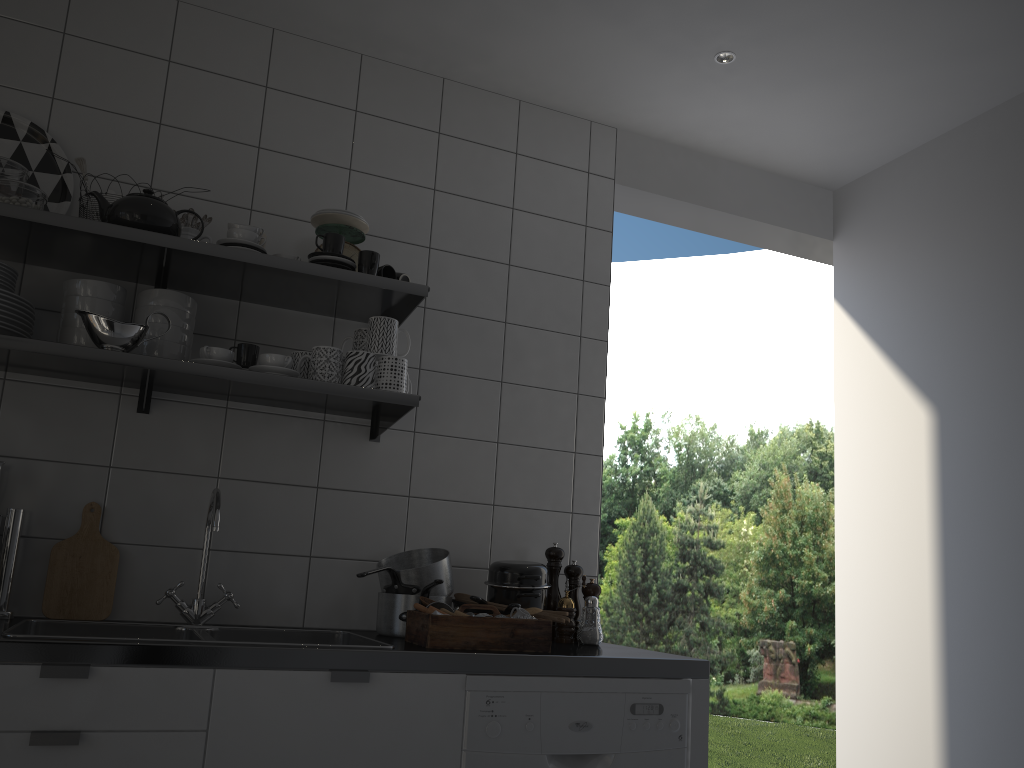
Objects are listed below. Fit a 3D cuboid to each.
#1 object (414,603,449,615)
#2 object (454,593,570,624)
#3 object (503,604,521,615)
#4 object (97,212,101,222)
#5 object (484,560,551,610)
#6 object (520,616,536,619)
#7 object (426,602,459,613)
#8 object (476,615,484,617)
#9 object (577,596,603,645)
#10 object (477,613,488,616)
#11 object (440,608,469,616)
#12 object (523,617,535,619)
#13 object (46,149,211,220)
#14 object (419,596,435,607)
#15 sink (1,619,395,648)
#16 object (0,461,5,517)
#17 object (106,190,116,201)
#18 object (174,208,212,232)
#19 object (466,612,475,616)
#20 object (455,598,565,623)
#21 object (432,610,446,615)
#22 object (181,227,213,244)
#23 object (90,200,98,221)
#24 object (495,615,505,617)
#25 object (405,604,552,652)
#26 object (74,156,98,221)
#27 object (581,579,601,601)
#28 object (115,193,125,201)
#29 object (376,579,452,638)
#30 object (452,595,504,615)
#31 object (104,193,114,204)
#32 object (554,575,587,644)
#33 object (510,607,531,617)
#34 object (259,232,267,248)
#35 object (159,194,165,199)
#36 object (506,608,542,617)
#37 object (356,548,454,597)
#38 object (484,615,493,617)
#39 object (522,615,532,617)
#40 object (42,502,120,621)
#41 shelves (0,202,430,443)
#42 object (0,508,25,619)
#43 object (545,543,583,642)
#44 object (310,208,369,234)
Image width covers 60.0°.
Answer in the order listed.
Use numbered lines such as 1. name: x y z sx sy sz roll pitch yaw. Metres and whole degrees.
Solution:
1. object: -0.126 0.566 2.072 0.217 0.093 0.030 3 -11 3
2. object: -0.006 0.596 2.360 0.334 0.060 0.060 -2 -13 25
3. object: -0.047 0.629 2.398 0.243 0.081 0.350 -1 -13 18
4. object: -1.047 -0.388 2.266 0.022 0.166 0.125 12 -14 -36
5. object: 0.016 0.577 2.499 0.197 0.158 0.191 -3 -14 28
6. object: 0.036 0.583 2.111 0.069 0.062 0.042 2 -12 8
7. object: -0.183 0.580 2.157 0.118 0.098 0.085 10 -13 -28
8. object: -0.078 0.561 2.069 0.050 0.042 0.050 -2 -13 26
9. object: 0.222 0.666 2.497 0.069 0.134 0.069 14 -15 -42
10. object: -0.070 0.600 2.187 0.068 0.066 0.035 14 -15 -40
11. object: -0.065 0.579 2.094 0.220 0.084 0.030 3 -11 2
12. object: 0.040 0.585 2.107 0.069 0.060 0.044 5 -12 -5
13. object: -0.998 -0.436 2.282 0.379 0.277 0.198 14 -15 -39
14. object: -0.111 0.595 2.225 0.266 0.106 0.048 10 -13 -26
15. sink: -0.694 0.613 1.984 0.767 0.111 0.490 9 -14 -22
16. object: -1.240 0.251 2.130 0.046 0.131 0.022 7 -11 -19
17. object: -1.058 -0.410 2.321 0.029 0.230 0.063 11 -13 -34
18. object: -0.857 -0.380 2.345 0.105 0.202 0.077 9 -12 -24
19. object: -0.116 0.588 2.168 0.054 0.059 0.068 9 -13 -26
20. object: -0.014 0.599 2.345 0.335 0.044 0.064 -5 -15 33
21. object: -0.164 0.546 2.038 0.049 0.048 0.048 6 -12 -12
22. object: -0.849 -0.340 2.330 0.084 0.129 0.084 -8 -16 44
23. object: -1.071 -0.397 2.273 0.080 0.185 0.023 -6 -14 40
24. object: -0.028 0.582 2.134 0.055 0.051 0.034 12 -14 -36
25. object: -0.083 0.583 2.138 0.301 0.100 0.212 8 -13 -20
26. object: -1.049 -0.442 2.209 0.113 0.248 0.021 7 -11 -18
27. object: 0.228 0.659 2.575 0.058 0.183 0.059 3 -11 6
28. object: -1.026 -0.404 2.328 0.086 0.225 0.026 -4 -13 36
29. object: -0.216 0.590 2.328 0.201 0.153 0.349 13 -16 -37
30. object: -0.034 0.617 2.405 0.246 0.080 0.358 7 -13 -14
31. object: -1.044 -0.406 2.306 0.100 0.219 0.028 -5 -14 38
32. object: 0.163 0.640 2.527 0.081 0.191 0.058 11 -13 -33
33. object: 0.016 0.585 2.205 0.050 0.058 0.053 10 -13 -28
34. object: -0.710 -0.331 2.377 0.127 0.151 0.116 3 -12 3
35. object: -0.969 -0.403 2.316 0.086 0.225 0.027 13 -14 -39
36. object: -0.054 0.603 2.223 0.271 0.094 0.051 8 -12 -18
37. object: -0.312 0.507 2.342 0.203 0.167 0.373 -8 -17 43
38. object: -0.059 0.600 2.167 0.068 0.067 0.026 11 -13 -30
39. object: 0.035 0.594 2.152 0.069 0.063 0.040 -2 -13 25
40. object: -1.068 0.440 2.216 0.158 0.292 0.047 8 -12 -22
41. shelves: -1.448 -0.300 1.954 2.545 0.508 0.429 9 -13 -22
42. object: -1.323 0.410 2.068 0.322 0.259 0.067 9 -12 -22
43. object: 0.150 0.613 2.617 0.124 0.280 0.061 7 -11 -18
44. object: -0.485 -0.448 2.498 0.164 0.046 0.164 -3 -14 26
